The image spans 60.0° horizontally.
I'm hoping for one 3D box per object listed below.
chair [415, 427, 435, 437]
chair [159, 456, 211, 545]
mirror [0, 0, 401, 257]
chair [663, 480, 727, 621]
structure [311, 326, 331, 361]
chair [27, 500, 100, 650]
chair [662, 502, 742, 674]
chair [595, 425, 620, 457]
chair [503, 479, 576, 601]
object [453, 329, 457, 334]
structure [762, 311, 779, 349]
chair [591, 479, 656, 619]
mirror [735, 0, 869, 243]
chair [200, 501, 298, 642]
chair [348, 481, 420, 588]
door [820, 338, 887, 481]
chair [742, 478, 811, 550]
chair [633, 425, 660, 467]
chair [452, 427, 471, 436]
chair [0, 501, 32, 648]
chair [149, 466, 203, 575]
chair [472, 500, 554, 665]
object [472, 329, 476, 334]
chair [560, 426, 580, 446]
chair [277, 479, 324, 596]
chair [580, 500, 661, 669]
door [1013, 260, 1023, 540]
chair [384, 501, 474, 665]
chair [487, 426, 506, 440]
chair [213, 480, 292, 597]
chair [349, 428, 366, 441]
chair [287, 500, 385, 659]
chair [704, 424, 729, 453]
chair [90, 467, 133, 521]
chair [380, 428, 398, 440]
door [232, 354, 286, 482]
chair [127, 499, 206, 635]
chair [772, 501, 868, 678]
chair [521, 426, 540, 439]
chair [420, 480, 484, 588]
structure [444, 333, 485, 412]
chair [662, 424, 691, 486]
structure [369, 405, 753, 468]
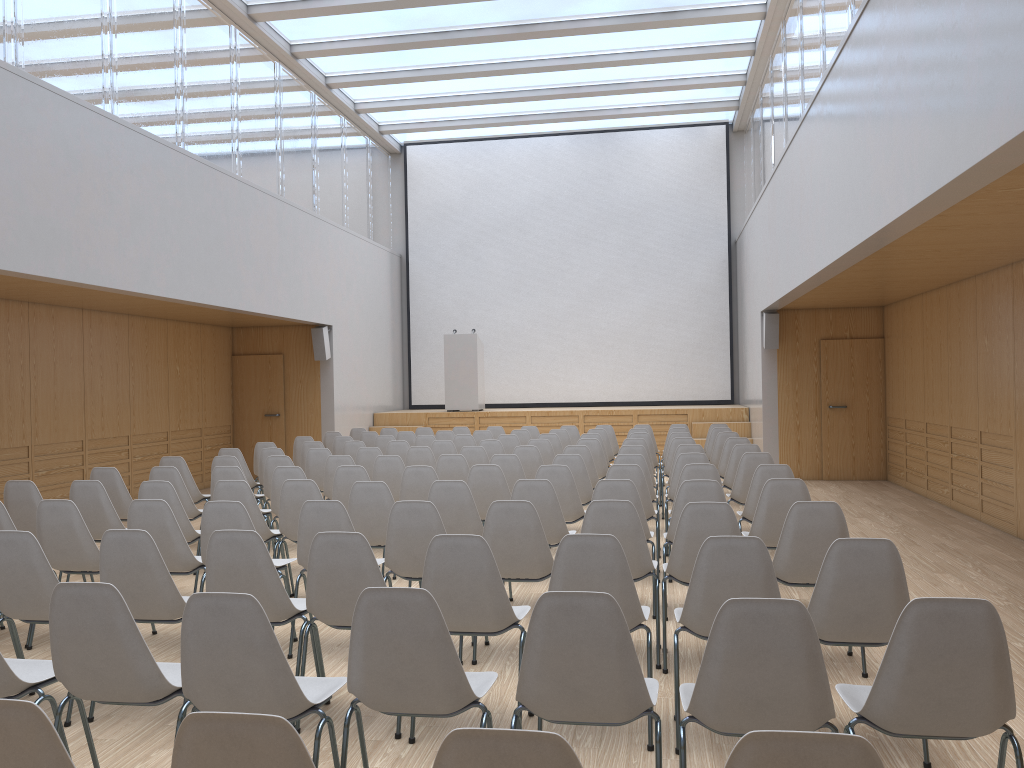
[{"bbox_3d":[-1.233,1.067,13.155,0.479,0.876,0.505,-1,0,9],"label":"chair"},{"bbox_3d":[-3.091,1.106,8.437,0.479,0.876,0.505,-1,0,9],"label":"chair"},{"bbox_3d":[-3.840,-3.552,9.058,0.253,2.090,17.827,-1,0,9],"label":"mirror"},{"bbox_3d":[1.199,1.021,5.652,0.479,0.876,0.505,-1,0,9],"label":"chair"},{"bbox_3d":[-2.977,-0.637,13.867,0.196,0.542,0.368,-1,0,9],"label":"structure"},{"bbox_3d":[-2.550,1.096,5.305,0.479,0.876,0.505,-1,0,9],"label":"chair"},{"bbox_3d":[1.026,1.024,4.667,0.479,0.876,0.505,-1,0,9],"label":"chair"},{"bbox_3d":[1.350,1.016,12.783,0.479,0.876,0.505,-1,0,9],"label":"chair"},{"bbox_3d":[0.184,1.041,5.881,0.479,0.876,0.505,-1,0,9],"label":"chair"},{"bbox_3d":[-1.032,-0.838,15.973,0.166,0.305,0.252,-1,0,-19],"label":"object"},{"bbox_3d":[3.722,-0.771,12.749,0.196,0.542,0.368,-1,0,9],"label":"structure"},{"bbox_3d":[0.694,1.031,5.777,0.479,0.876,0.505,-1,0,9],"label":"chair"},{"bbox_3d":[2.857,-3.686,7.940,0.253,2.090,17.827,-1,0,9],"label":"mirror"},{"bbox_3d":[-1.526,1.075,5.093,0.479,0.876,0.505,-1,0,9],"label":"chair"},{"bbox_3d":[-0.867,1.062,5.955,0.479,0.876,0.505,-1,0,9],"label":"chair"},{"bbox_3d":[4.892,0.371,12.683,0.873,2.024,0.108,-1,0,9],"label":"door"},{"bbox_3d":[1.710,1.010,5.636,0.479,0.876,0.505,-1,0,9],"label":"chair"},{"bbox_3d":[1.876,1.005,12.676,0.479,0.876,0.505,-1,0,9],"label":"chair"},{"bbox_3d":[-0.694,1.057,13.106,0.479,0.876,0.505,-1,0,9],"label":"chair"},{"bbox_3d":[-3.025,1.105,5.413,0.479,0.876,0.505,-1,0,9],"label":"chair"},{"bbox_3d":[-2.744,1.099,7.365,0.479,0.876,0.505,-1,0,9],"label":"chair"},{"bbox_3d":[0.047,1.044,4.871,0.479,0.876,0.505,-1,0,9],"label":"chair"},{"bbox_3d":[-0.689,-0.845,15.916,0.166,0.305,0.252,-1,0,-19],"label":"object"},{"bbox_3d":[0.852,1.026,12.807,0.479,0.876,0.505,-1,0,9],"label":"chair"},{"bbox_3d":[-1.367,1.072,6.150,0.479,0.876,0.505,-1,0,9],"label":"chair"},{"bbox_3d":[0.560,1.034,4.814,0.479,0.876,0.505,-1,0,9],"label":"chair"},{"bbox_3d":[4.363,0.149,6.683,0.256,2.492,2.701,-1,0,9],"label":"door"},{"bbox_3d":[-0.472,1.054,4.938,0.479,0.876,0.505,-1,0,9],"label":"chair"},{"bbox_3d":[-0.197,1.047,13.051,0.479,0.876,0.505,-1,0,9],"label":"chair"},{"bbox_3d":[-1.832,1.081,6.199,0.479,0.876,0.505,-1,0,9],"label":"chair"},{"bbox_3d":[-2.223,1.087,13.361,0.479,0.876,0.505,-1,0,9],"label":"chair"},{"bbox_3d":[-0.974,1.064,5.042,0.479,0.876,0.505,-1,0,9],"label":"chair"},{"bbox_3d":[2.910,0.984,12.504,0.479,0.876,0.505,-1,0,9],"label":"chair"},{"bbox_3d":[-3.253,1.109,7.430,0.479,0.876,0.505,-1,0,9],"label":"chair"},{"bbox_3d":[-1.750,1.078,13.199,0.479,0.876,0.505,-1,0,9],"label":"chair"},{"bbox_3d":[-4.068,0.550,14.179,0.873,2.024,0.108,-1,0,9],"label":"door"},{"bbox_3d":[-1.992,1.085,5.230,0.479,0.876,0.505,-1,0,9],"label":"chair"},{"bbox_3d":[1.548,1.014,4.621,0.479,0.876,0.505,-1,0,9],"label":"chair"},{"bbox_3d":[0.294,1.037,12.921,0.479,0.876,0.505,-1,0,9],"label":"chair"},{"bbox_3d":[-0.352,1.052,5.911,0.479,0.876,0.505,-1,0,9],"label":"chair"},{"bbox_3d":[-0.854,-0.199,16.013,0.605,1.379,0.605,-1,0,9],"label":"structure"},{"bbox_3d":[2.379,0.995,12.621,0.479,0.876,0.505,-1,0,9],"label":"chair"},{"bbox_3d":[0.852,0.971,15.960,6.552,1.027,2.728,-1,0,9],"label":"structure"}]
